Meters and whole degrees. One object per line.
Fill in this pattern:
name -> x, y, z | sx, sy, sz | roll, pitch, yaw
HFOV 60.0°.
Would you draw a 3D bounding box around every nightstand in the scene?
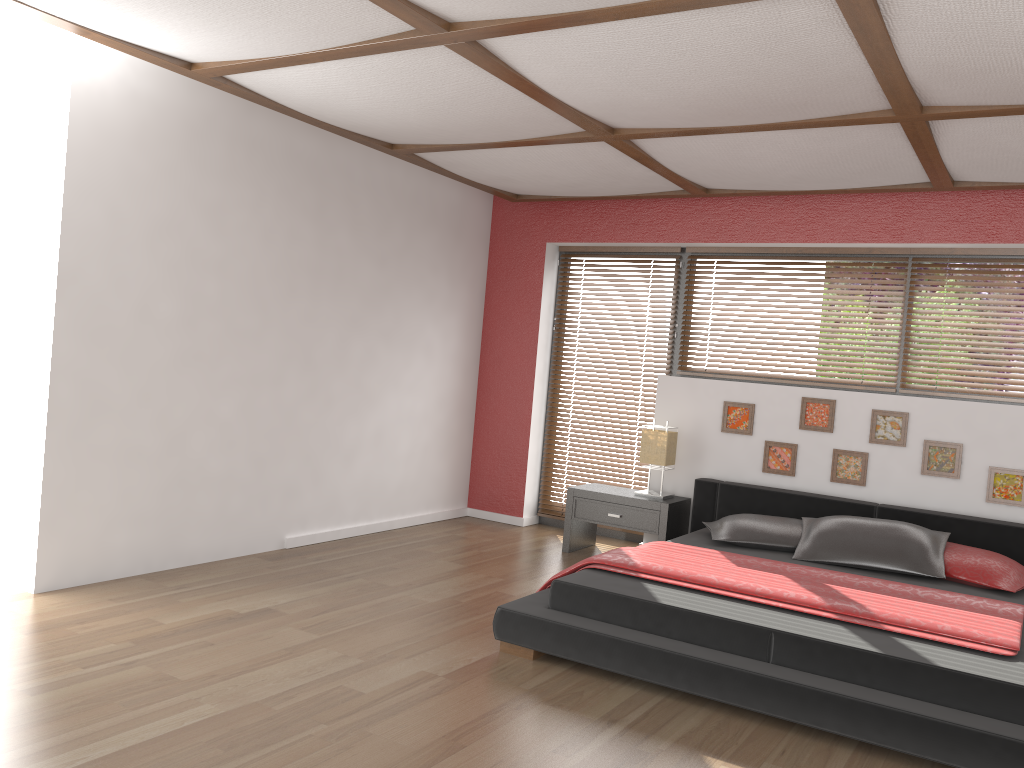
nightstand -> 0.740, 0.916, 5.756 | 0.700, 0.423, 0.413 | 6, 2, 31

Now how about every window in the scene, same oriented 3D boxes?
window -> 2.432, -0.374, 5.467 | 2.817, 0.786, 0.020 | 6, 2, 31
window -> 0.724, 0.002, 6.493 | 0.889, 1.893, 0.020 | 6, 2, 31

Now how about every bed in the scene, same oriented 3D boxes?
bed -> 1.372, 0.929, 4.202 | 2.469, 0.577, 2.413 | 6, 2, 31

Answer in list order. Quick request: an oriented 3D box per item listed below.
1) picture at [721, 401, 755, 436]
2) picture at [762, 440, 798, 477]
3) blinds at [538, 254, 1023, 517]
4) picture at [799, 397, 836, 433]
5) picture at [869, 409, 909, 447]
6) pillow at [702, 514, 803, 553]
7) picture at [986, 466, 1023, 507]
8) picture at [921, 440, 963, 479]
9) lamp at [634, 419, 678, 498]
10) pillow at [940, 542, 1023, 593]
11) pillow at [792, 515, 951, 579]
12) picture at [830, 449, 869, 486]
picture -> 1.437, 0.218, 5.640 | 0.200, 0.200, 0.010 | 6, 2, 31
picture -> 1.660, 0.461, 5.498 | 0.200, 0.200, 0.010 | 6, 2, 31
blinds -> 2.344, 0.200, 5.424 | 4.840, 1.952, 0.032 | 6, 2, 31
picture -> 1.855, 0.187, 5.388 | 0.200, 0.200, 0.010 | 6, 2, 31
picture -> 2.199, 0.257, 5.177 | 0.200, 0.200, 0.010 | 6, 2, 31
pillow -> 1.455, 0.830, 4.933 | 0.745, 0.172, 0.418 | 5, 1, 6
picture -> 2.715, 0.563, 4.855 | 0.200, 0.200, 0.010 | 6, 2, 31
picture -> 2.436, 0.427, 5.028 | 0.200, 0.200, 0.010 | 6, 2, 31
lamp -> 0.936, 0.471, 5.697 | 0.200, 0.480, 0.200 | 6, 2, 31
pillow -> 2.258, 0.908, 4.506 | 0.418, 0.172, 0.745 | 4, 2, -40
pillow -> 1.851, 0.820, 4.592 | 0.744, 0.241, 0.386 | 6, 1, 27
picture -> 2.010, 0.497, 5.285 | 0.200, 0.200, 0.010 | 6, 2, 31
